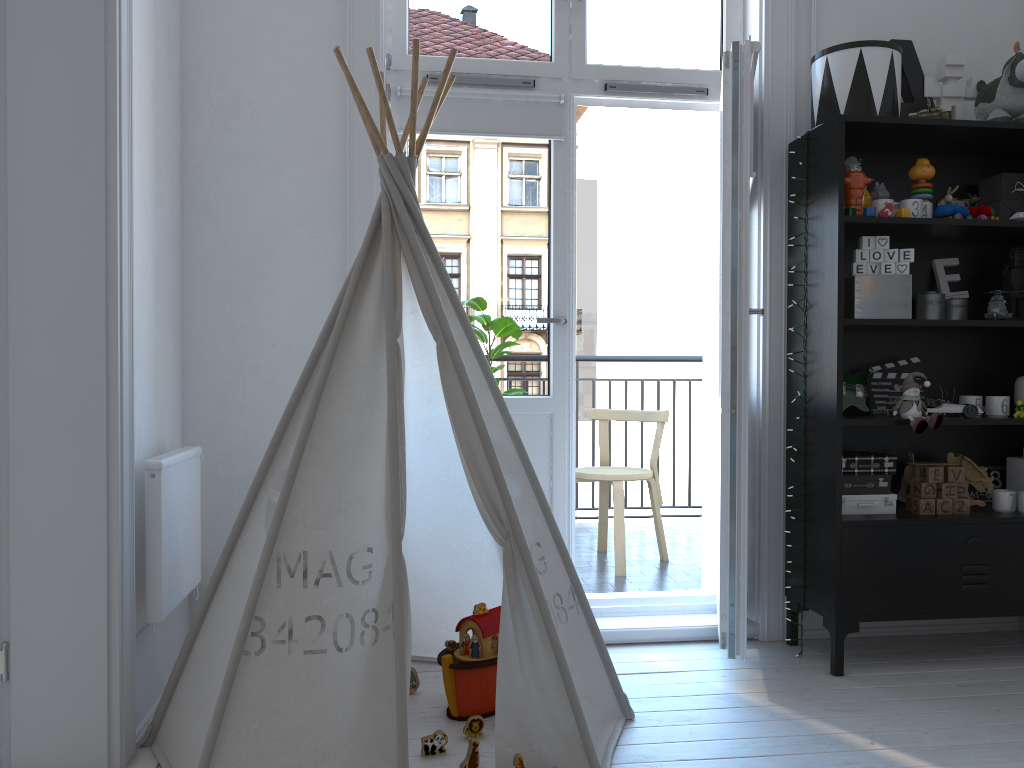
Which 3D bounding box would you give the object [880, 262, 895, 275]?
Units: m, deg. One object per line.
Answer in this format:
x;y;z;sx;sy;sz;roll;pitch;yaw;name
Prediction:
1.153;-0.353;2.732;0.040;0.040;0.040;0;1;7;object

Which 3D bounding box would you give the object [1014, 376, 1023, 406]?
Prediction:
1.726;0.031;2.904;0.139;0.162;0.139;0;1;-33;object

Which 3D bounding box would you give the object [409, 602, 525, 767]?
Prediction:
-0.037;0.736;2.169;0.385;0.284;0.856;0;1;-16;object

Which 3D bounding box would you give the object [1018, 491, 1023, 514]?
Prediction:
1.639;0.376;2.803;0.067;0.067;0.067;0;1;6;object

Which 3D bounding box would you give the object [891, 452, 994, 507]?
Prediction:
1.420;0.318;2.941;0.337;0.186;0.111;0;1;7;object

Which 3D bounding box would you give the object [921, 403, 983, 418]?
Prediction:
1.364;0.082;2.812;0.230;0.048;0.098;0;1;17;object

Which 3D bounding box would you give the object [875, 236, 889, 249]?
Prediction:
1.135;-0.433;2.733;0.040;0.040;0.040;0;1;2;object

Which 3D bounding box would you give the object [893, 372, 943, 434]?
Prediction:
1.225;0.055;2.675;0.110;0.186;0.129;0;1;-21;object

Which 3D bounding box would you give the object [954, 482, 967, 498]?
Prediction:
1.417;0.335;2.834;0.050;0.050;0.050;0;1;-8;object

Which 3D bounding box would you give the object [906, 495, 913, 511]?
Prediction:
1.301;0.384;2.847;0.050;0.050;0.050;0;1;-8;object

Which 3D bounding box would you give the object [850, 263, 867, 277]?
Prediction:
1.071;-0.353;2.742;0.040;0.040;0.040;0;1;7;object

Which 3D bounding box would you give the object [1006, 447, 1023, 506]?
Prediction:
1.763;0.310;2.900;0.132;0.199;0.267;0;1;-8;object

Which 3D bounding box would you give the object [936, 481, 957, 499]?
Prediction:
1.368;0.335;2.800;0.050;0.050;0.050;0;1;-8;object

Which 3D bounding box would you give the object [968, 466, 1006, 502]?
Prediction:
1.559;0.346;3.051;0.347;0.120;0.034;0;1;-8;object

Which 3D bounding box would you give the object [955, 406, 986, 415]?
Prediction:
1.572;0.087;2.991;0.163;0.034;0.069;0;1;-8;object

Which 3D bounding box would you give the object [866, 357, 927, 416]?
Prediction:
1.279;0.007;2.950;0.201;0.199;0.048;0;1;-8;object

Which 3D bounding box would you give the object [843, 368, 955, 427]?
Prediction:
1.235;0.038;2.971;0.542;0.239;0.093;0;1;-7;object

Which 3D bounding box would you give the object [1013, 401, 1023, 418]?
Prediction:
1.592;0.079;2.782;0.031;0.054;0.042;1;1;42;object

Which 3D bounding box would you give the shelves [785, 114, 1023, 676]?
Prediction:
1.397;0.037;2.869;0.911;1.678;0.353;0;1;-8;shelves

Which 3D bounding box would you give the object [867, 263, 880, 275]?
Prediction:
1.110;-0.353;2.745;0.040;0.040;0.040;0;1;-3;object

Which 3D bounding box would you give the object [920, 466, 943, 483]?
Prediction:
1.327;0.285;2.806;0.050;0.050;0.050;0;1;-8;object

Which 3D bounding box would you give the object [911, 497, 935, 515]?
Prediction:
1.294;0.385;2.790;0.050;0.050;0.050;0;1;-8;object

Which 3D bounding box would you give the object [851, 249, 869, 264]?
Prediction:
1.076;-0.393;2.741;0.040;0.040;0.040;0;1;2;object

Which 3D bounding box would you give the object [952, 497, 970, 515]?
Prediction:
1.418;0.385;2.807;0.050;0.050;0.050;0;1;22;object

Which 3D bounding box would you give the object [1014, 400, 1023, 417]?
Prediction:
1.627;0.079;2.840;0.042;0.054;0.031;0;1;-8;object

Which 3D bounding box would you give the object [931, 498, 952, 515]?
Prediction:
1.352;0.385;2.798;0.050;0.050;0.050;0;1;-3;object

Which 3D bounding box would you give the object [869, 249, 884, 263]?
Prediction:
1.121;-0.393;2.735;0.040;0.040;0.040;0;1;12;object

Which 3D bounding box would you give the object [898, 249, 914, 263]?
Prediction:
1.211;-0.393;2.724;0.040;0.040;0.040;0;1;17;object

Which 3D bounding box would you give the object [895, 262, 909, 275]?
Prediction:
1.199;-0.353;2.726;0.040;0.040;0.040;0;1;22;object

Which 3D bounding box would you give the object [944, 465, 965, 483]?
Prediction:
1.406;0.286;2.818;0.050;0.050;0.050;0;1;12;object

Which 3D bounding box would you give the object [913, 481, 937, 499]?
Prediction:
1.309;0.335;2.812;0.050;0.050;0.050;0;1;-8;object

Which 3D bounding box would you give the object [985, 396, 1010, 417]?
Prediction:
1.549;0.072;2.829;0.067;0.067;0.067;0;1;6;object

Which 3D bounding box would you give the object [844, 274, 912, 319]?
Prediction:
1.141;-0.265;2.771;0.170;0.138;0.124;0;1;7;object

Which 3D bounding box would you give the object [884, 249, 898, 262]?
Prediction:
1.167;-0.393;2.730;0.040;0.040;0.040;0;1;22;object

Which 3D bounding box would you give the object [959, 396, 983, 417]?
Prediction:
1.484;0.072;2.868;0.067;0.067;0.067;0;1;6;object

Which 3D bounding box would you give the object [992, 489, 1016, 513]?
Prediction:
1.582;0.376;2.850;0.067;0.067;0.067;0;1;6;object
